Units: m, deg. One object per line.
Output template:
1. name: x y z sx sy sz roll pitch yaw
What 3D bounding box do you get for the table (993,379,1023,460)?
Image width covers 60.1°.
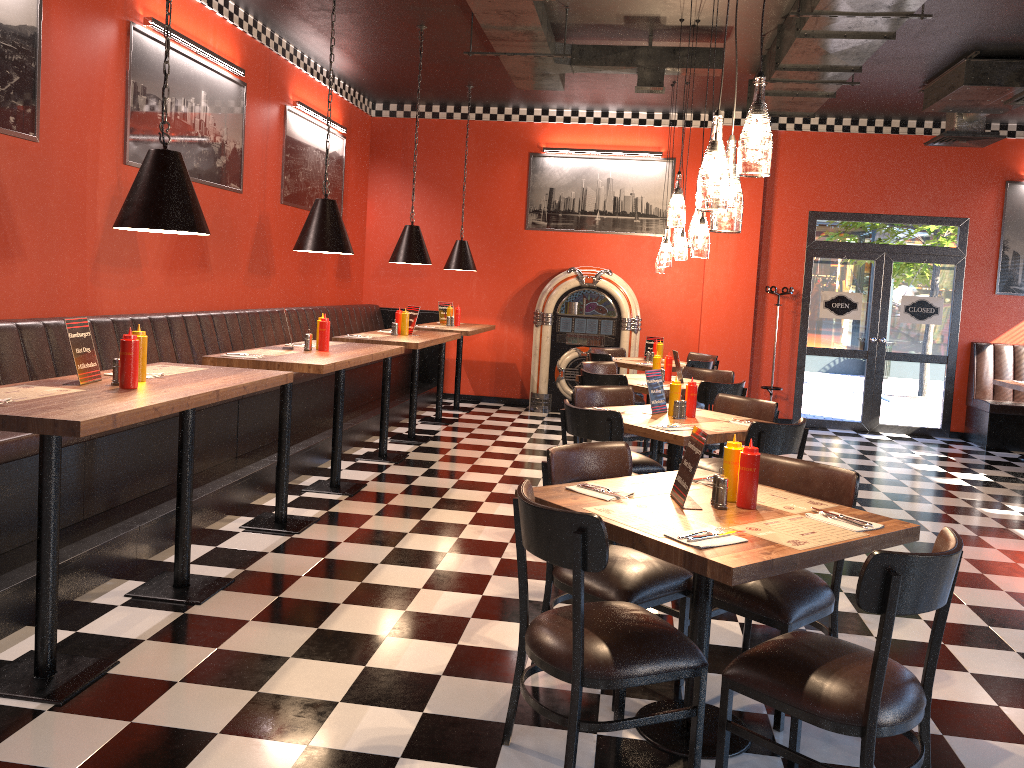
1. table: 5.978 0.444 9.074 1.692 0.771 0.960 4 5 8

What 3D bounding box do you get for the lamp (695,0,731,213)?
1. lamp: 0.707 -1.540 2.824 0.108 1.960 0.109 3 4 -5

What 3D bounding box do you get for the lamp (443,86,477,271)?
1. lamp: -0.526 -2.301 9.937 0.382 2.038 0.383 0 5 -41

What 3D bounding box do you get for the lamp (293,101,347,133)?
1. lamp: -2.009 -2.799 9.322 0.081 0.056 1.449 4 6 7

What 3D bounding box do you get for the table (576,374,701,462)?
1. table: 1.179 0.359 7.310 0.956 0.771 0.963 -1 7 -37

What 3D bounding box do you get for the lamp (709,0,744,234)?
1. lamp: 0.777 -1.488 2.927 0.108 1.960 0.109 1 5 -36

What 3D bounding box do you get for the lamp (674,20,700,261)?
1. lamp: 1.417 -1.971 7.074 0.108 1.960 0.109 3 4 -10

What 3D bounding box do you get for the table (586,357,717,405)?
1. table: 1.432 0.151 9.318 0.956 0.771 0.963 -1 7 -37

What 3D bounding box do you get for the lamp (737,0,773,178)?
1. lamp: 0.822 -1.637 2.744 0.108 1.960 0.109 3 4 -1

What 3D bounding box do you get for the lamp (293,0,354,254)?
1. lamp: -1.136 -1.850 5.554 0.382 2.038 0.383 0 5 -41

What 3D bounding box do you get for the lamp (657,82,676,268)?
1. lamp: 1.614 -2.190 9.148 0.108 1.960 0.109 0 5 -40

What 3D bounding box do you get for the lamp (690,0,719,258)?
1. lamp: 1.127 -1.697 4.987 0.108 1.960 0.108 5 4 19

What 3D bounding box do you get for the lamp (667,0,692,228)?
1. lamp: 1.009 -1.887 5.095 0.108 1.960 0.109 2 4 -20

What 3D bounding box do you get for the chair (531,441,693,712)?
1. chair: 0.388 0.696 3.445 0.486 0.865 0.546 -1 6 -42

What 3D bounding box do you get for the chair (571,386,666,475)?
1. chair: 0.646 0.464 5.663 0.486 0.865 0.546 1 5 -28

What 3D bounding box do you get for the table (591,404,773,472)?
1. table: 0.942 0.582 5.185 0.956 0.771 0.963 -1 7 -37

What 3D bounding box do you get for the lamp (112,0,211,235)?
1. lamp: -1.402 -1.653 3.638 0.382 2.038 0.383 0 5 -41

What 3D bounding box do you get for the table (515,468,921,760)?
1. table: 0.659 0.803 3.045 0.960 0.771 0.960 -1 7 -37

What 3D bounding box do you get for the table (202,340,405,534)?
1. table: -1.272 0.282 5.696 0.696 0.996 1.697 4 6 8

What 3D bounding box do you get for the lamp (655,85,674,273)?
1. lamp: 1.614 -2.144 9.274 0.108 1.960 0.109 3 4 -11

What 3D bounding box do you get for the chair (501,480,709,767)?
1. chair: 0.262 0.765 2.753 0.544 0.865 0.488 1 5 -25

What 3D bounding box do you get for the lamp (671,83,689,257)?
1. lamp: 1.751 -2.294 9.143 0.109 1.960 0.108 6 5 40

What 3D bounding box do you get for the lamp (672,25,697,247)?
1. lamp: 1.420 -2.097 7.196 0.108 1.960 0.109 1 5 -36

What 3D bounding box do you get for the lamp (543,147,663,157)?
1. lamp: 1.096 -2.810 10.740 1.445 0.056 0.081 4 6 8

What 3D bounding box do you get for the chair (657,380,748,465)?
1. chair: 1.480 0.384 6.825 0.486 0.865 0.546 0 5 -33

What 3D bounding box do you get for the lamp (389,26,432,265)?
1. lamp: -0.834 -2.073 7.720 0.382 2.038 0.383 0 5 -41

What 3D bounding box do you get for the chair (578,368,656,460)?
1. chair: 0.793 0.329 6.960 0.544 0.865 0.488 -1 6 -42

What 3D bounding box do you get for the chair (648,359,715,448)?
1. chair: 1.722 0.166 8.916 0.546 0.865 0.487 7 6 39

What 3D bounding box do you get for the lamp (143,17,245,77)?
1. lamp: -2.373 -2.529 6.706 0.081 0.056 1.449 4 6 7

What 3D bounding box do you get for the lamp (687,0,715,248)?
1. lamp: 1.133 -1.769 5.106 0.108 1.960 0.109 0 5 -40

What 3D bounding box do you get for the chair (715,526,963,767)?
1. chair: 0.960 0.828 2.556 0.486 0.865 0.546 -1 6 -42

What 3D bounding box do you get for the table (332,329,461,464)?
1. table: -0.982 0.067 7.782 0.696 0.996 1.697 4 6 8

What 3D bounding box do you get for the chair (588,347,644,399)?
1. chair: 1.099 0.049 9.641 0.486 0.865 0.546 1 5 -28

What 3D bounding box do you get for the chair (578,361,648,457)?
1. chair: 0.846 0.253 7.671 0.486 0.865 0.546 -1 6 -45

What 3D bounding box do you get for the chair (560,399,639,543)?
1. chair: 0.537 0.540 4.923 0.544 0.865 0.488 0 5 -34

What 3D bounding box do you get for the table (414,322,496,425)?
1. table: -0.687 -0.151 9.899 0.696 0.996 1.697 4 6 8

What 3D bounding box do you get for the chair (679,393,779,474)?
1. chair: 1.333 0.519 5.528 0.544 0.865 0.488 0 6 -37

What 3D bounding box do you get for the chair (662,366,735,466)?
1. chair: 1.589 0.308 7.565 0.487 0.865 0.545 6 5 31

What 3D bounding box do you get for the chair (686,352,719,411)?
1. chair: 1.922 0.100 9.615 0.544 0.865 0.488 1 5 -28

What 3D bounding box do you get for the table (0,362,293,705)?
1. table: -1.564 0.498 3.599 0.696 0.996 1.697 4 6 8

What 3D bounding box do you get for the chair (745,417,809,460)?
1. chair: 1.280 0.595 4.817 0.486 0.865 0.546 0 6 -40

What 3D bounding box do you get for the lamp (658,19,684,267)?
1. lamp: 1.290 -1.920 7.080 0.108 1.960 0.108 5 4 19

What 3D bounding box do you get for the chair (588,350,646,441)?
1. chair: 1.030 0.111 9.041 0.544 0.865 0.488 2 5 -18

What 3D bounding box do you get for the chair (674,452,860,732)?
1. chair: 0.989 0.738 3.378 0.544 0.865 0.488 -1 6 -43
